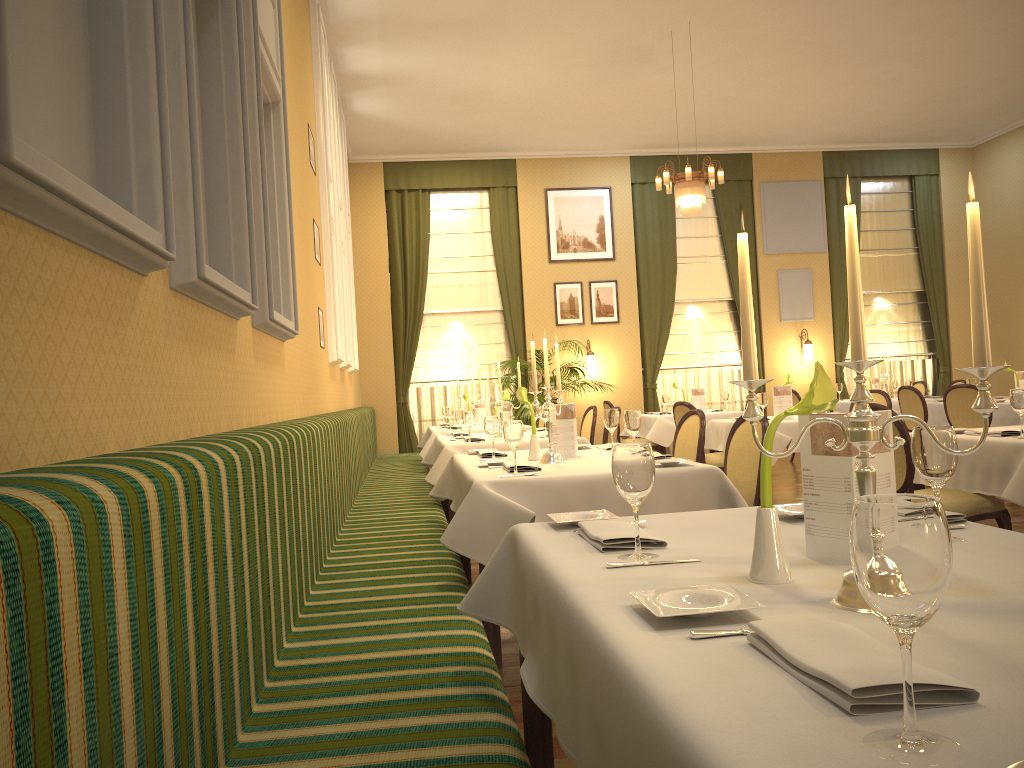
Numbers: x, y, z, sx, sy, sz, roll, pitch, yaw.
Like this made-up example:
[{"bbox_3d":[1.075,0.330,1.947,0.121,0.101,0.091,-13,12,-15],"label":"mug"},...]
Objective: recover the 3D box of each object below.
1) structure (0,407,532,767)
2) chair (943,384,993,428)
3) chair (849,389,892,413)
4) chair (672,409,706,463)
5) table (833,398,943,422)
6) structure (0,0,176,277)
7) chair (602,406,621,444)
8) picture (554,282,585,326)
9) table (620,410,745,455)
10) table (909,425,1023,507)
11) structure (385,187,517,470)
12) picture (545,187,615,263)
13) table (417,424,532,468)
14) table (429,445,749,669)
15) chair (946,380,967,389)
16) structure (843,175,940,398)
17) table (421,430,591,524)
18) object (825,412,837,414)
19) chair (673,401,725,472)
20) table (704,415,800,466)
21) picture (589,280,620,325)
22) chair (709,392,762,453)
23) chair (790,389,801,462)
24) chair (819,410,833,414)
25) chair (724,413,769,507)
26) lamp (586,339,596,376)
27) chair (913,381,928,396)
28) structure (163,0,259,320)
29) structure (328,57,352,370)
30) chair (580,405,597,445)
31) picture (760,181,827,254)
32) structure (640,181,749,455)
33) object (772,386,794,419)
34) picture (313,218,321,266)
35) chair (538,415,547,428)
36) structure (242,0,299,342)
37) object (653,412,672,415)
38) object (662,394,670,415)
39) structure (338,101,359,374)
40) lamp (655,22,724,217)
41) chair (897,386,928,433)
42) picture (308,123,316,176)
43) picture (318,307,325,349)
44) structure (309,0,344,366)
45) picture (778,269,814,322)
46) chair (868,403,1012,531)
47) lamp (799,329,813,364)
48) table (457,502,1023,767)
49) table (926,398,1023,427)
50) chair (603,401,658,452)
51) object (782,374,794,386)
[{"bbox_3d":[-0.781,0.687,5.079,0.850,1.031,14.516,-3,-1,-7],"label":"structure"},{"bbox_3d":[4.237,0.466,8.000,0.571,0.955,0.530,-3,-1,-32],"label":"chair"},{"bbox_3d":[2.910,0.536,7.510,0.571,0.955,0.530,-3,-1,-27],"label":"chair"},{"bbox_3d":[0.784,0.631,4.858,0.571,0.955,0.530,-3,-1,-7],"label":"chair"},{"bbox_3d":[4.598,0.571,11.122,1.385,0.759,2.152,-3,-1,-7],"label":"table"},{"bbox_3d":[-0.924,-1.812,1.659,0.200,3.103,0.956,-3,-1,-7],"label":"structure"},{"bbox_3d":[0.562,0.661,6.742,0.571,0.955,0.530,-3,-1,18],"label":"chair"},{"bbox_3d":[0.814,-1.142,12.622,0.412,0.619,0.022,-3,-1,-7],"label":"picture"},{"bbox_3d":[2.056,0.706,10.138,1.389,0.759,1.395,-3,-1,-5],"label":"table"},{"bbox_3d":[2.741,0.611,4.441,1.389,0.759,1.395,-3,-1,-5],"label":"table"},{"bbox_3d":[-0.763,-0.989,12.612,1.942,4.511,0.123,-3,-1,-7],"label":"structure"},{"bbox_3d":[0.974,-2.276,12.657,0.966,1.057,0.027,-3,-1,-7],"label":"picture"},{"bbox_3d":[-0.341,0.838,9.851,1.385,0.759,2.152,-3,-1,-7],"label":"table"},{"bbox_3d":[0.305,0.750,4.487,1.385,0.759,2.152,-3,-1,-7],"label":"table"},{"bbox_3d":[5.175,0.439,10.663,0.571,0.955,0.530,-3,-1,-7],"label":"chair"},{"bbox_3d":[5.601,-1.342,13.379,1.898,4.511,0.137,-3,-1,-7],"label":"structure"},{"bbox_3d":[-0.018,0.794,7.171,1.385,0.759,2.152,-3,-1,-7],"label":"table"},{"bbox_3d":[2.722,0.256,7.454,0.142,0.024,0.273,-3,-1,-7],"label":"object"},{"bbox_3d":[1.671,0.605,7.390,0.571,0.955,0.530,-3,-1,-17],"label":"chair"},{"bbox_3d":[2.378,0.661,7.460,1.389,0.759,1.395,-3,-1,-5],"label":"table"},{"bbox_3d":[1.319,-1.170,12.684,0.412,0.619,0.022,-3,-1,-7],"label":"picture"},{"bbox_3d":[2.589,0.580,10.158,0.571,0.955,0.530,-3,-1,-7],"label":"chair"},{"bbox_3d":[3.837,0.521,11.401,0.571,0.955,0.530,-3,-1,-7],"label":"chair"},{"bbox_3d":[3.929,0.509,10.634,0.571,0.955,0.530,-3,-1,-7],"label":"chair"},{"bbox_3d":[0.882,0.617,4.028,0.571,0.955,0.530,-3,-1,-7],"label":"chair"},{"bbox_3d":[1.067,-0.371,12.485,0.114,0.513,0.323,-3,-1,-18],"label":"lamp"},{"bbox_3d":[5.074,0.452,11.499,0.571,0.955,0.530,-3,-1,-7],"label":"chair"},{"bbox_3d":[-1.065,-1.793,2.833,0.200,3.103,0.956,-3,-1,-7],"label":"structure"},{"bbox_3d":[-1.774,-1.636,8.750,0.200,2.985,0.661,-3,-1,-7],"label":"structure"},{"bbox_3d":[0.460,0.675,7.550,0.571,0.955,0.530,-3,-1,-7],"label":"chair"},{"bbox_3d":[4.143,-2.452,13.040,0.966,1.057,0.027,-3,-1,-7],"label":"picture"},{"bbox_3d":[2.709,-1.182,13.027,1.900,4.511,0.134,-3,-1,-7],"label":"structure"},{"bbox_3d":[2.217,0.156,7.314,0.166,0.277,0.081,-4,-1,40],"label":"object"},{"bbox_3d":[-1.479,-1.071,6.726,0.008,0.294,0.401,-3,-1,-7],"label":"picture"},{"bbox_3d":[0.169,0.718,10.232,0.571,0.955,0.530,-3,-1,-7],"label":"chair"},{"bbox_3d":[-1.217,-1.772,4.095,0.200,3.103,0.956,-3,-1,-7],"label":"structure"},{"bbox_3d":[1.712,0.335,10.092,0.142,0.033,0.273,-3,-1,-7],"label":"object"},{"bbox_3d":[1.719,0.231,9.888,0.088,0.229,0.088,-4,-1,41],"label":"object"},{"bbox_3d":[-1.926,-1.615,10.010,0.200,2.985,0.670,-3,-1,-7],"label":"structure"},{"bbox_3d":[1.656,-2.507,8.441,0.593,1.796,0.593,-3,-1,-9],"label":"lamp"},{"bbox_3d":[4.157,0.478,8.747,0.571,0.955,0.530,-3,-1,-7],"label":"chair"},{"bbox_3d":[-1.519,-1.774,6.733,0.008,0.294,0.401,-3,-1,-7],"label":"picture"},{"bbox_3d":[-1.440,-0.421,6.702,0.008,0.294,0.313,-3,-1,-7],"label":"picture"},{"bbox_3d":[-1.631,-1.656,7.562,0.200,2.985,0.687,-3,-1,-7],"label":"structure"},{"bbox_3d":[4.174,-1.300,13.025,0.512,0.769,0.027,-3,-1,-7],"label":"picture"},{"bbox_3d":[2.038,0.555,4.363,0.571,0.955,0.530,-3,-1,-7],"label":"chair"},{"bbox_3d":[4.234,-0.546,12.869,0.114,0.513,0.323,-3,-1,-18],"label":"lamp"},{"bbox_3d":[0.657,0.701,1.565,1.385,0.759,2.152,-3,-1,-7],"label":"table"},{"bbox_3d":[4.917,0.527,8.467,1.385,0.759,2.152,-3,-1,-7],"label":"table"},{"bbox_3d":[1.352,0.649,10.060,0.571,0.955,0.530,-3,-1,-7],"label":"chair"},{"bbox_3d":[2.287,0.102,7.433,0.163,0.375,0.076,-3,-1,-30],"label":"object"}]
